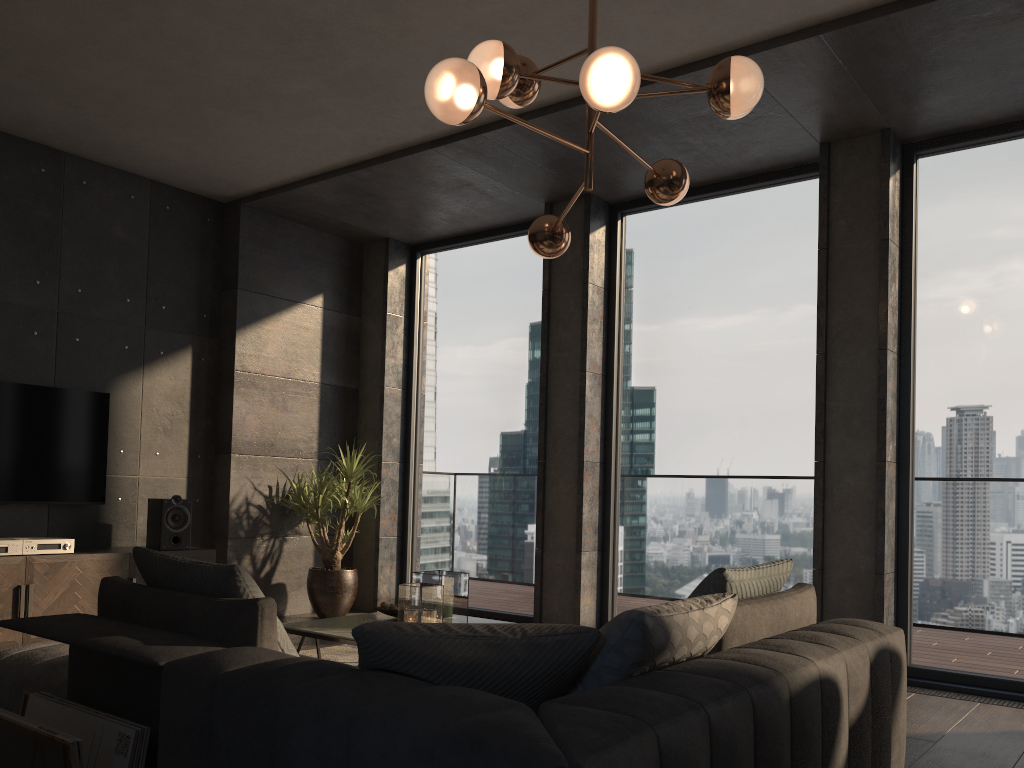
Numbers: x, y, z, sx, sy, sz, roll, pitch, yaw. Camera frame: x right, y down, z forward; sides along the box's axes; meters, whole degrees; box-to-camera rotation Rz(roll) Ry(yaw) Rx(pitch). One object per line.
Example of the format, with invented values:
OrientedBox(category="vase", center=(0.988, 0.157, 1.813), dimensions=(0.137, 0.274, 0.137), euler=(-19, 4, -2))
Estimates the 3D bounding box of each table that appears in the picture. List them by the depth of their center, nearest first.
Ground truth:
OrientedBox(category="table", center=(-0.488, 1.327, 4.280), dimensions=(0.931, 0.307, 0.935), euler=(-3, -8, 37))

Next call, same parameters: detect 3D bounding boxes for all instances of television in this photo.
OrientedBox(category="television", center=(-3.021, 0.354, 5.225), dimensions=(0.057, 0.732, 1.272), euler=(0, -6, 38))

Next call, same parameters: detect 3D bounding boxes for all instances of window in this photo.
OrientedBox(category="window", center=(2.022, 0.158, 5.057), dimensions=(7.273, 2.987, 0.200), euler=(-3, -5, 37))

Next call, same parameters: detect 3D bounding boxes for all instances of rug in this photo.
OrientedBox(category="rug", center=(-0.300, 1.434, 3.825), dimensions=(3.147, 0.020, 1.739), euler=(-4, -9, 37))

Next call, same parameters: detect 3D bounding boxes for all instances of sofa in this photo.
OrientedBox(category="sofa", center=(-0.459, 0.930, 2.929), dimensions=(2.914, 0.780, 2.035), euler=(-4, -8, 37))

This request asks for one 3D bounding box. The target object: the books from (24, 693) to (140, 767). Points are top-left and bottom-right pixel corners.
OrientedBox(category="books", center=(-1.175, 1.042, 2.324), dimensions=(0.568, 0.351, 0.079), euler=(-3, -4, 38))

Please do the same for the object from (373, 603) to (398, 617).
OrientedBox(category="object", center=(-0.535, 1.159, 4.516), dimensions=(0.346, 0.083, 0.350), euler=(0, -7, 15))

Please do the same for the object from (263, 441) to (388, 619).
OrientedBox(category="object", center=(-1.413, 1.077, 6.613), dimensions=(0.953, 1.355, 1.028), euler=(3, -4, -21))

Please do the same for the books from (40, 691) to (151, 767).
OrientedBox(category="books", center=(-1.151, 1.045, 2.349), dimensions=(0.568, 0.354, 0.062), euler=(-3, -4, 38))

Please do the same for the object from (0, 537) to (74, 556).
OrientedBox(category="object", center=(-2.825, 0.921, 4.998), dimensions=(0.270, 0.087, 0.576), euler=(-3, -9, 37))

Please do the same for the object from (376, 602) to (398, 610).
OrientedBox(category="object", center=(-0.543, 1.162, 4.519), dimensions=(0.324, 0.071, 0.279), euler=(-2, -8, 27))

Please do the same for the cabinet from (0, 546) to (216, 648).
OrientedBox(category="cabinet", center=(-2.889, 1.243, 5.030), dimensions=(0.541, 0.548, 2.421), euler=(-2, -8, 37))

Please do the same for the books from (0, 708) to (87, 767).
OrientedBox(category="books", center=(-1.225, 1.032, 2.260), dimensions=(0.568, 0.353, 0.065), euler=(-3, -4, 38))

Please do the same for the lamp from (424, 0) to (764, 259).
OrientedBox(category="lamp", center=(0.390, -1.155, 3.214), dimensions=(1.014, 1.033, 1.473), euler=(1, -6, 14))

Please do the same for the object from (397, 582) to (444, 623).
OrientedBox(category="object", center=(-0.425, 1.041, 4.094), dimensions=(0.150, 0.220, 0.149), euler=(-1, -5, 38))

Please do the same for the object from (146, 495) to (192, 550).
OrientedBox(category="object", center=(-2.230, 0.898, 5.752), dimensions=(0.199, 0.353, 0.249), euler=(5, -5, -42))

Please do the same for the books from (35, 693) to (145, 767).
OrientedBox(category="books", center=(-1.163, 1.044, 2.338), dimensions=(0.568, 0.353, 0.068), euler=(-3, -4, 38))

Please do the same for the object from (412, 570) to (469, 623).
OrientedBox(category="object", center=(-0.351, 1.048, 4.300), dimensions=(0.197, 0.260, 0.200), euler=(-1, -5, 38))

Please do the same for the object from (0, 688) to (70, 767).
OrientedBox(category="object", center=(-1.252, 1.052, 2.345), dimensions=(0.668, 0.350, 0.217), euler=(-3, -6, 38))

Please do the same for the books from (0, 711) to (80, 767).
OrientedBox(category="books", center=(-1.239, 1.031, 2.255), dimensions=(0.568, 0.353, 0.065), euler=(-3, -4, 38))
